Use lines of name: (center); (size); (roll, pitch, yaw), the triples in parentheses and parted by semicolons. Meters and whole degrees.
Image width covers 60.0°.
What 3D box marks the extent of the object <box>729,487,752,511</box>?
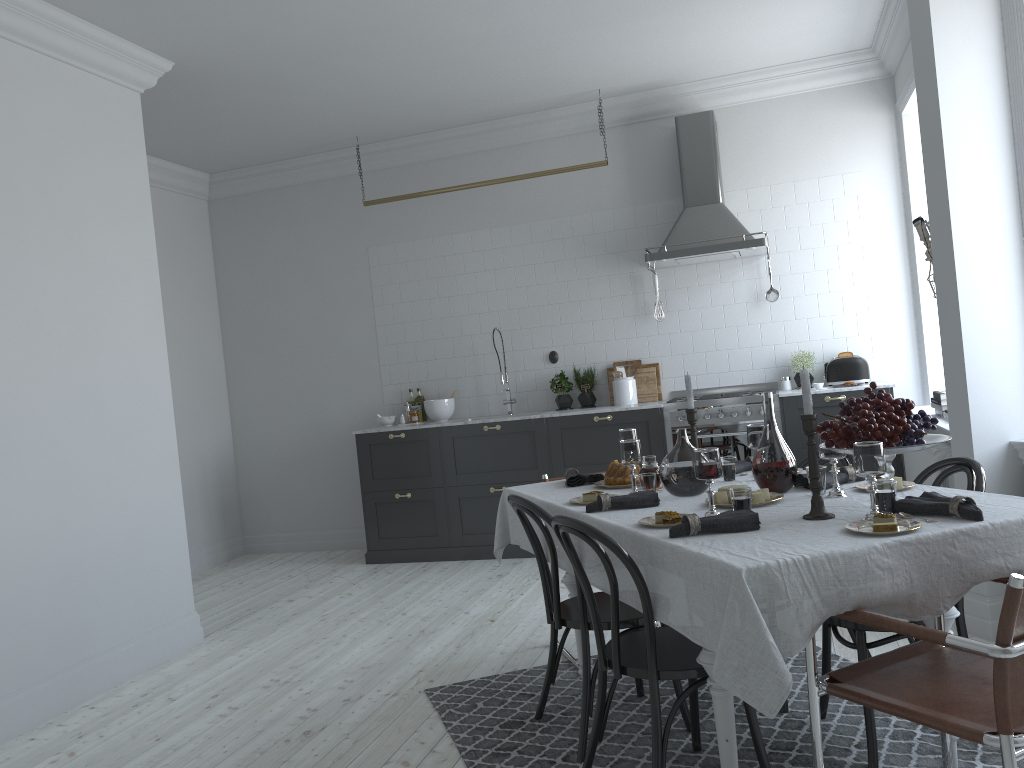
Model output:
object: (0.682, 0.357, 2.631); (0.066, 0.094, 0.066); (-6, 1, 6)

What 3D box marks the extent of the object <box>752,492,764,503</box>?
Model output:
object: (0.788, 0.373, 2.903); (0.040, 0.039, 0.077); (-6, 1, -13)

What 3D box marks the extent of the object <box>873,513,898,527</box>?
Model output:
object: (0.978, 0.358, 2.326); (0.057, 0.037, 0.021); (-5, 1, 38)

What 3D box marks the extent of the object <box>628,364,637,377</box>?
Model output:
object: (0.889, 0.003, 6.705); (0.131, 0.296, 0.056); (-6, 1, -4)

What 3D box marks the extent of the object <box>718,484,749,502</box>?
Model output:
object: (0.746, 0.368, 2.965); (0.100, 0.056, 0.056); (-6, 1, 34)

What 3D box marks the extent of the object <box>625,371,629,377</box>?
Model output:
object: (0.884, 0.026, 6.710); (0.050, 0.247, 0.114); (-6, 1, -18)

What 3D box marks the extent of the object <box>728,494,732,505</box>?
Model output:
object: (0.733, 0.377, 2.883); (0.077, 0.040, 0.040); (-5, 1, 36)

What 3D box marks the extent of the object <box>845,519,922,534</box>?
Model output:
object: (0.962, 0.372, 2.299); (0.182, 0.013, 0.182); (-6, 1, 27)

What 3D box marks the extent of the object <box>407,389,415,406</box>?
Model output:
object: (-0.823, 0.181, 7.324); (0.066, 0.282, 0.066); (-6, 1, 12)

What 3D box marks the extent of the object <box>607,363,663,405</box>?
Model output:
object: (0.943, 0.002, 6.827); (0.400, 0.290, 0.030); (-6, 1, 17)

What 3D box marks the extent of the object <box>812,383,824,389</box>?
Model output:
object: (2.075, 0.015, 6.008); (0.072, 0.040, 0.070); (-6, 1, 9)

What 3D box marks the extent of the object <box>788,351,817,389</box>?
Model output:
object: (2.087, -0.109, 6.359); (0.210, 0.283, 0.220); (-6, 1, 30)

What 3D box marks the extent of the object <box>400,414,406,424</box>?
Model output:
object: (-0.884, 0.288, 7.170); (0.046, 0.084, 0.046); (-6, 1, 3)

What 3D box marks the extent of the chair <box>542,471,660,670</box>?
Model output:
chair: (0.473, 0.838, 4.166); (0.546, 0.837, 0.593); (-6, 1, -12)

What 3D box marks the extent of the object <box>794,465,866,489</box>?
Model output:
object: (1.108, 0.327, 3.137); (0.247, 0.061, 0.165); (-6, 1, -34)

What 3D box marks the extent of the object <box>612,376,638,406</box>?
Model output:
object: (0.850, 0.054, 6.679); (0.174, 0.208, 0.174); (-6, 1, 12)

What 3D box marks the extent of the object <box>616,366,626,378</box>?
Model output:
object: (0.847, 0.009, 6.689); (0.064, 0.290, 0.141); (-6, 1, -10)

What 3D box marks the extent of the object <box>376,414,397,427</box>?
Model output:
object: (-1.015, 0.289, 7.239); (0.159, 0.110, 0.172); (-6, 1, 12)

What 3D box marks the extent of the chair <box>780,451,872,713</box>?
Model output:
chair: (1.124, 0.741, 3.525); (0.564, 0.909, 0.463); (-6, 1, -20)

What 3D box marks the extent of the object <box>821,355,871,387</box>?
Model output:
object: (2.362, -0.097, 6.280); (0.326, 0.207, 0.219); (-6, 1, 22)

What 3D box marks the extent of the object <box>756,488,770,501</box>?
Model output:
object: (0.827, 0.365, 2.949); (0.039, 0.040, 0.077); (-6, 1, -4)

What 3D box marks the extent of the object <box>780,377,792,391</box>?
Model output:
object: (1.980, -0.003, 6.411); (0.072, 0.095, 0.072); (-6, 1, -28)

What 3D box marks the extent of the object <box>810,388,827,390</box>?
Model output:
object: (2.078, 0.034, 6.008); (0.126, 0.008, 0.126); (-5, 1, 43)

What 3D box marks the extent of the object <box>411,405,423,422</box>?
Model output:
object: (-0.780, 0.248, 7.256); (0.077, 0.141, 0.044); (-6, 1, 17)

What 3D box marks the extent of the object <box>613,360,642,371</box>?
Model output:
object: (0.897, -0.013, 6.807); (0.220, 0.330, 0.041); (-6, 1, 17)

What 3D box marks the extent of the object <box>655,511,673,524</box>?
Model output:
object: (0.466, 0.407, 2.713); (0.057, 0.037, 0.021); (-6, 1, -2)

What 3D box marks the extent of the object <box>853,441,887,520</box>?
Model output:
object: (0.988, 0.269, 2.436); (0.083, 0.215, 0.083); (-6, 1, 22)

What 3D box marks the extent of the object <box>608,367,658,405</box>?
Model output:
object: (0.925, 0.019, 6.774); (0.360, 0.261, 0.053); (-6, 1, 17)

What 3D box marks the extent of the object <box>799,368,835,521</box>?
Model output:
object: (0.861, 0.169, 2.549); (0.089, 0.432, 0.089); (-5, 1, 39)

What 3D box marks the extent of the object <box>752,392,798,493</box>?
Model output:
object: (0.901, 0.203, 3.075); (0.152, 0.352, 0.152); (-6, 1, -23)

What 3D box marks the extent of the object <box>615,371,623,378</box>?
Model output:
object: (0.802, 0.028, 6.662); (0.054, 0.262, 0.149); (-6, 1, -8)

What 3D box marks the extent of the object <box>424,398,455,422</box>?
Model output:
object: (-0.581, 0.213, 7.146); (0.247, 0.175, 0.247); (-6, 1, 30)

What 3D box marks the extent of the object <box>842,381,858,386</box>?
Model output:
object: (2.285, -0.001, 6.024); (0.074, 0.031, 0.119); (-6, 1, -41)

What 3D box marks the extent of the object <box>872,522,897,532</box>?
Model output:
object: (0.961, 0.369, 2.287); (0.057, 0.021, 0.037); (-6, 1, 17)

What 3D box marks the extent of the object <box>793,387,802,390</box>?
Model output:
object: (2.027, 0.031, 6.305); (0.091, 0.018, 0.062); (-6, 1, 14)

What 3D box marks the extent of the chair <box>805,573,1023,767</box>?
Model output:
chair: (1.117, 0.790, 2.142); (0.546, 0.837, 0.593); (-6, 1, -28)

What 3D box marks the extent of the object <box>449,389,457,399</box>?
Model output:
object: (-0.519, 0.167, 7.156); (0.209, 0.232, 0.042); (-6, 1, -33)

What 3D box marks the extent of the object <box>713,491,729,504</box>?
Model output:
object: (0.679, 0.371, 2.916); (0.039, 0.040, 0.078); (-6, 1, -9)

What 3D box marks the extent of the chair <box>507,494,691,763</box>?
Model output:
chair: (0.307, 0.827, 3.297); (0.564, 0.909, 0.463); (-6, 1, -20)

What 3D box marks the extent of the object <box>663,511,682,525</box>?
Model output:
object: (0.483, 0.405, 2.676); (0.051, 0.039, 0.036); (-6, 1, -33)

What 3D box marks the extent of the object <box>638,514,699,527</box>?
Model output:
object: (0.478, 0.419, 2.705); (0.182, 0.013, 0.182); (-6, 1, 32)

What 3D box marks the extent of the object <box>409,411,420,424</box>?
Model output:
object: (-0.787, 0.269, 7.151); (0.078, 0.101, 0.078); (-6, 1, -45)

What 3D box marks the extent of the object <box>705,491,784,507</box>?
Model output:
object: (0.769, 0.385, 2.934); (0.251, 0.018, 0.251); (-6, 1, 17)

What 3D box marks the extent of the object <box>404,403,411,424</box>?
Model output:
object: (-0.839, 0.238, 7.201); (0.059, 0.172, 0.059); (-6, 1, -42)

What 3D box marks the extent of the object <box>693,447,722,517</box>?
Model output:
object: (0.603, 0.306, 2.707); (0.083, 0.215, 0.083); (-6, 1, 22)

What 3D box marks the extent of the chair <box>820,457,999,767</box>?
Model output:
chair: (1.312, 0.726, 2.978); (0.564, 0.909, 0.463); (-6, 1, -5)

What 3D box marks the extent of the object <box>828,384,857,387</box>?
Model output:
object: (2.236, 0.011, 6.001); (0.018, 0.008, 0.209); (-6, 1, -38)

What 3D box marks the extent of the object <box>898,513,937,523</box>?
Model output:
object: (1.091, 0.359, 2.383); (0.031, 0.012, 0.131); (-6, 1, -21)

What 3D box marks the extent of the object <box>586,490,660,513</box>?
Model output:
object: (0.394, 0.402, 3.057); (0.247, 0.061, 0.165); (-6, 1, -34)

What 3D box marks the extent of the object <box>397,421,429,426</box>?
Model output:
object: (-0.800, 0.318, 7.229); (0.180, 0.008, 0.272); (-6, 1, 17)

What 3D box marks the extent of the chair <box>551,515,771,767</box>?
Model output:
chair: (0.444, 0.818, 2.743); (0.564, 0.909, 0.463); (-6, 1, -25)

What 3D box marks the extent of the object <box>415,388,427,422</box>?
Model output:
object: (-0.747, 0.173, 7.295); (0.089, 0.282, 0.082); (-6, 1, 17)

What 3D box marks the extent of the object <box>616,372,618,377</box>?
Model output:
object: (0.851, 0.029, 6.717); (0.118, 0.250, 0.033); (-6, 1, 17)

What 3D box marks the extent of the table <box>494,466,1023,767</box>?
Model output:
table: (0.778, 0.809, 3.154); (1.210, 0.842, 2.179); (-6, 1, -16)

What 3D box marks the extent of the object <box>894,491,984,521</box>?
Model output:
object: (1.197, 0.325, 2.419); (0.165, 0.061, 0.247); (-6, 1, -34)

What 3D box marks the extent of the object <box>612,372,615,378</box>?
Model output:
object: (0.816, 0.032, 6.683); (0.061, 0.251, 0.117); (-6, 1, -43)
